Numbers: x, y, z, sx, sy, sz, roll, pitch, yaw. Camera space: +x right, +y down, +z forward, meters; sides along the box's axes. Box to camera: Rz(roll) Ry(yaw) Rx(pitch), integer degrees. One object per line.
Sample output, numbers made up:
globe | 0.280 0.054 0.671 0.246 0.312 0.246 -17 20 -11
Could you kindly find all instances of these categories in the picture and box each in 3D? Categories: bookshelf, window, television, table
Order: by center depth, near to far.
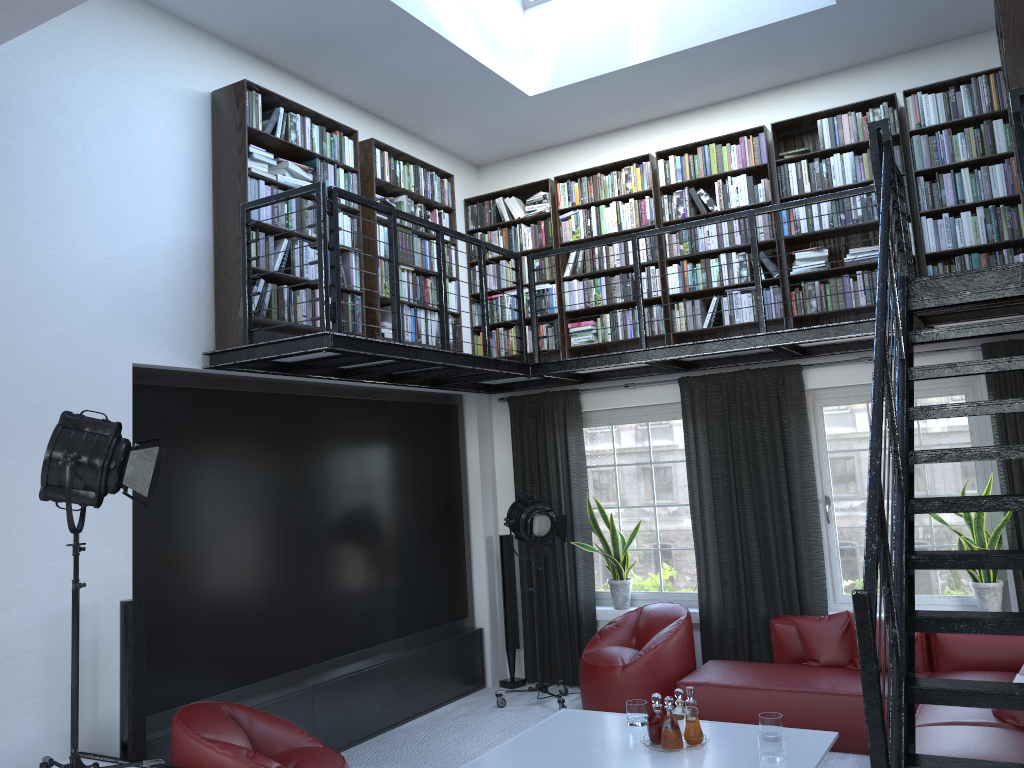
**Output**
table | 0.748 2.042 4.648 1.661 0.245 1.162 -7 -7 30
bookshelf | 0.915 -1.134 5.539 4.465 1.624 3.081 -7 -7 30
television | -1.183 1.198 6.032 0.116 2.439 3.344 -8 -8 30
window | 2.735 0.780 6.205 1.164 1.613 0.132 -8 -9 30
window | 1.008 0.988 7.195 1.164 1.613 0.132 -8 -9 30

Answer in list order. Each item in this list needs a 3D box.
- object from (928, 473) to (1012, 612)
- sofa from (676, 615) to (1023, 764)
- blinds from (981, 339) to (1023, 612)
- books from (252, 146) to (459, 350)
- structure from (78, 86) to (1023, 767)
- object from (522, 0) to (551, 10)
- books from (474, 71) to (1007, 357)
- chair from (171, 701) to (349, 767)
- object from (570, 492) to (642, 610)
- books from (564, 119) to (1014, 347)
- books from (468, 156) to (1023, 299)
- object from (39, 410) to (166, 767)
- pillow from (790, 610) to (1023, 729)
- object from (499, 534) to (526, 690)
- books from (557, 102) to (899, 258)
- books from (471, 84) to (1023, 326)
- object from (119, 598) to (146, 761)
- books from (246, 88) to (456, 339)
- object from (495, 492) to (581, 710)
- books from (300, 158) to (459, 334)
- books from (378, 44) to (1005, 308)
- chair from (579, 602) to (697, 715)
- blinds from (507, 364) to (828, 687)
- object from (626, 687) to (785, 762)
object | 2.959 1.047 5.723 0.552 0.944 0.524 -6 -8 19
sofa | 1.800 1.772 4.522 2.536 0.659 3.271 -7 -7 30
blinds | 3.247 0.811 4.844 0.527 2.392 1.742 -5 -7 12
books | 0.709 -1.227 5.196 4.367 1.416 2.199 -7 -7 29
structure | 0.626 0.476 4.653 4.478 3.371 4.604 -7 -8 30
object | 0.747 -3.324 5.798 2.216 0.637 1.182 -7 -7 30
books | 1.335 -1.159 6.318 4.425 1.436 1.282 -7 -8 31
chair | -1.188 1.887 4.241 0.829 0.715 0.827 -5 -7 9
object | 0.675 1.324 7.059 0.551 0.944 0.525 -10 -10 40
books | 1.933 -1.017 6.533 3.384 1.128 0.240 -7 -9 30
books | 1.594 -1.118 6.722 4.431 1.403 0.241 -7 -9 30
object | -1.718 0.893 3.688 0.545 1.586 0.607 -1 -8 -16
pillow | 2.616 1.547 5.142 0.983 0.403 1.947 -2 -6 -18
object | -0.029 1.872 7.348 0.157 1.227 0.157 4 -11 -44
books | 1.579 -1.412 6.777 2.631 0.832 0.213 -7 -9 30
books | 1.596 -1.129 6.727 4.426 1.419 0.226 -7 -9 30
object | -1.842 1.668 4.268 0.157 1.227 0.157 -5 -8 11
books | -1.106 -1.022 6.209 0.314 1.430 2.201 -8 -8 30
object | 1.257 1.522 6.463 2.903 1.586 0.750 -5 -8 14
books | 0.862 -1.076 5.442 4.326 1.145 1.594 -7 -7 29
books | 0.996 -1.198 5.649 4.374 1.411 1.167 -7 -8 30
chair | 0.892 1.975 6.349 0.830 0.715 0.826 -2 -7 -9
blinds | 1.094 1.154 6.881 2.502 2.398 0.125 -7 -9 30
object | 0.983 1.770 4.761 1.006 0.296 0.511 -7 -7 33
